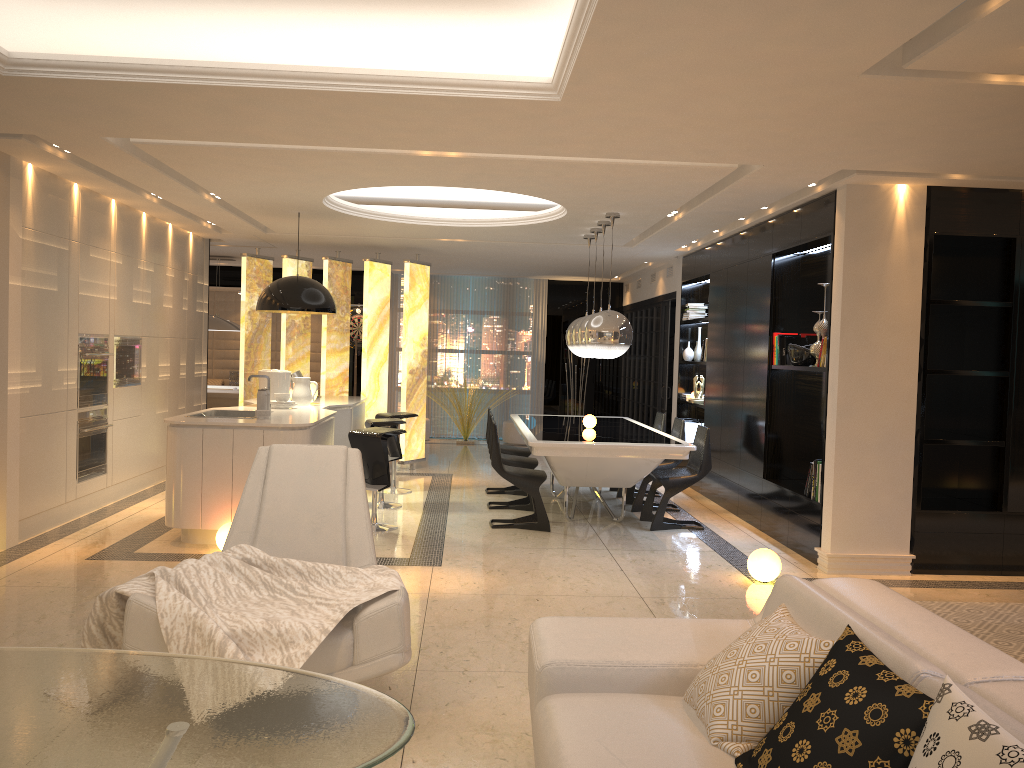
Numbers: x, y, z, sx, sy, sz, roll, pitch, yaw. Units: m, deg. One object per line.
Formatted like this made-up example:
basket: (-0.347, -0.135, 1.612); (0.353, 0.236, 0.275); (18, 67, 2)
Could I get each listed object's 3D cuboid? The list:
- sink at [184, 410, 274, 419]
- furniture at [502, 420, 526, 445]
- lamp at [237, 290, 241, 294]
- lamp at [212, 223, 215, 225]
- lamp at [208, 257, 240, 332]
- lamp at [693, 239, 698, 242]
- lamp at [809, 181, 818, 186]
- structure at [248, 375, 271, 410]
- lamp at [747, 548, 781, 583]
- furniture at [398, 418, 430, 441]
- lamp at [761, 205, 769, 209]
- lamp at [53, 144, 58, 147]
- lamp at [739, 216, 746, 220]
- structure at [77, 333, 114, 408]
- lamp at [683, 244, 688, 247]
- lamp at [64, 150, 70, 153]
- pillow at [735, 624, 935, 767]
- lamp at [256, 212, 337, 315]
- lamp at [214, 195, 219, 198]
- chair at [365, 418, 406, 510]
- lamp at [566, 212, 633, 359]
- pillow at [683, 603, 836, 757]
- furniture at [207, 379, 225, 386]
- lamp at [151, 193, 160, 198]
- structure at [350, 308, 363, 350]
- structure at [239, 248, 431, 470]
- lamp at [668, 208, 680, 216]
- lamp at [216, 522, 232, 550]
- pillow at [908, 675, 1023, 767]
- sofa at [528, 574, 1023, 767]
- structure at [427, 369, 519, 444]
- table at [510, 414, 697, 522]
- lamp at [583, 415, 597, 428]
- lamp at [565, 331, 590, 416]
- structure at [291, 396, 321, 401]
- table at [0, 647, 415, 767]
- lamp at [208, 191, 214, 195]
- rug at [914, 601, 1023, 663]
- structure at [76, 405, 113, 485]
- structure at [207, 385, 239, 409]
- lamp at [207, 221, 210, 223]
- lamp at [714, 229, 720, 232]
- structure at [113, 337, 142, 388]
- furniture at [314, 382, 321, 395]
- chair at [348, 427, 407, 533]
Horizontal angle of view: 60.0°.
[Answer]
sink: (-2.165, 0.305, 6.842); (0.485, 0.152, 0.738); (2, 2, -3)
furniture: (0.214, 0.757, 14.004); (0.735, 0.357, 0.735); (1, 2, -31)
lamp: (-4.576, -1.579, 14.957); (0.107, 0.127, 0.107); (1, 2, -22)
lamp: (-3.088, -1.722, 9.245); (0.107, 0.127, 0.107); (2, 2, -7)
lamp: (-4.454, -1.251, 12.262); (1.578, 0.995, 0.939); (2, 2, -3)
lamp: (1.931, -1.571, 9.428); (0.107, 0.127, 0.107); (1, 2, -22)
lamp: (2.093, -1.450, 6.207); (0.107, 0.127, 0.107); (1, 2, -22)
structure: (-1.948, 0.086, 6.818); (0.177, 0.310, 0.089); (2, 2, -3)
lamp: (1.633, 1.172, 5.739); (0.212, 0.214, 0.213); (3, 3, 37)
furniture: (-1.661, 0.699, 14.000); (0.735, 0.357, 0.735); (2, 2, -1)
lamp: (2.042, -1.488, 7.210); (0.107, 0.127, 0.107); (1, 2, -22)
lamp: (-2.911, -1.589, 5.705); (0.107, 0.127, 0.107); (1, 2, -14)
lamp: (2.012, -1.510, 7.805); (0.107, 0.127, 0.107); (1, 2, -22)
structure: (-3.694, -0.121, 7.323); (0.595, 0.597, 0.609); (2, 2, -3)
lamp: (1.909, -1.588, 9.876); (0.107, 0.127, 0.107); (1, 2, -22)
lamp: (-2.919, -1.595, 5.868); (0.107, 0.127, 0.107); (1, 2, -14)
pillow: (0.721, 0.801, 2.039); (0.323, 0.355, 0.524); (2, 2, -2)
lamp: (-1.926, -1.093, 7.980); (0.710, 0.898, 0.710); (2, 2, 7)
lamp: (-2.479, -1.641, 7.532); (0.107, 0.127, 0.107); (1, 2, -22)
chair: (-1.178, 0.713, 8.047); (0.380, 0.789, 0.380); (1, 2, -20)
lamp: (0.793, -0.850, 8.195); (0.408, 1.226, 1.827); (2, 2, -3)
pillow: (0.687, 0.818, 2.496); (0.351, 0.329, 0.521); (2, 2, -3)
furniture: (-5.572, 0.324, 14.745); (1.312, 0.810, 1.107); (2, 2, -3)
lamp: (-3.003, -1.658, 7.550); (0.107, 0.127, 0.270); (2, 2, -3)
structure: (-2.466, -0.888, 14.281); (0.669, 0.669, 0.048); (2, 2, -3)
structure: (-2.085, -0.285, 10.476); (2.180, 2.555, 0.448); (2, 2, -3)
lamp: (1.377, -1.525, 7.647); (0.107, 0.127, 0.271); (2, 2, -3)
lamp: (-1.910, 1.050, 6.052); (0.212, 0.214, 0.213); (0, 3, -42)
pillow: (0.787, 0.805, 1.584); (0.255, 0.399, 0.526); (2, 2, -3)
sofa: (0.671, 1.007, 1.982); (1.145, 0.754, 2.328); (2, 2, -3)
structure: (-0.702, 0.351, 13.624); (1.282, 1.142, 1.275); (4, 3, 43)
table: (0.686, 0.780, 8.225); (1.293, 0.759, 3.031); (2, 2, -3)
lamp: (0.711, 0.342, 8.117); (0.125, 0.125, 0.125); (0, 3, -42)
lamp: (1.037, 0.053, 14.263); (0.418, 1.801, 0.200); (2, 2, -3)
structure: (-2.279, 0.135, 9.131); (0.502, 0.026, 0.811); (2, 2, -3)
table: (-1.295, 1.024, 1.953); (2.140, 0.565, 0.999); (2, 2, -4)
lamp: (-2.470, -1.635, 7.369); (0.107, 0.127, 0.107); (1, 2, -22)
rug: (4.745, 1.408, 4.717); (5.025, 0.015, 1.526); (2, 2, -3)
structure: (-3.713, 0.487, 7.345); (0.595, 0.597, 0.609); (2, 2, -3)
structure: (-4.503, 0.441, 12.305); (2.912, 0.812, 1.659); (2, 2, -3)
lamp: (-3.080, -1.716, 9.081); (0.107, 0.127, 0.107); (1, 2, -22)
lamp: (1.972, -1.541, 8.617); (0.107, 0.127, 0.107); (1, 2, -22)
structure: (-3.717, -0.207, 8.066); (0.446, 0.450, 0.659); (2, 2, -3)
furniture: (-3.668, 0.380, 14.843); (1.312, 0.810, 1.107); (2, 2, -3)
chair: (-1.088, 0.752, 7.048); (0.380, 0.789, 0.380); (3, 2, 30)
